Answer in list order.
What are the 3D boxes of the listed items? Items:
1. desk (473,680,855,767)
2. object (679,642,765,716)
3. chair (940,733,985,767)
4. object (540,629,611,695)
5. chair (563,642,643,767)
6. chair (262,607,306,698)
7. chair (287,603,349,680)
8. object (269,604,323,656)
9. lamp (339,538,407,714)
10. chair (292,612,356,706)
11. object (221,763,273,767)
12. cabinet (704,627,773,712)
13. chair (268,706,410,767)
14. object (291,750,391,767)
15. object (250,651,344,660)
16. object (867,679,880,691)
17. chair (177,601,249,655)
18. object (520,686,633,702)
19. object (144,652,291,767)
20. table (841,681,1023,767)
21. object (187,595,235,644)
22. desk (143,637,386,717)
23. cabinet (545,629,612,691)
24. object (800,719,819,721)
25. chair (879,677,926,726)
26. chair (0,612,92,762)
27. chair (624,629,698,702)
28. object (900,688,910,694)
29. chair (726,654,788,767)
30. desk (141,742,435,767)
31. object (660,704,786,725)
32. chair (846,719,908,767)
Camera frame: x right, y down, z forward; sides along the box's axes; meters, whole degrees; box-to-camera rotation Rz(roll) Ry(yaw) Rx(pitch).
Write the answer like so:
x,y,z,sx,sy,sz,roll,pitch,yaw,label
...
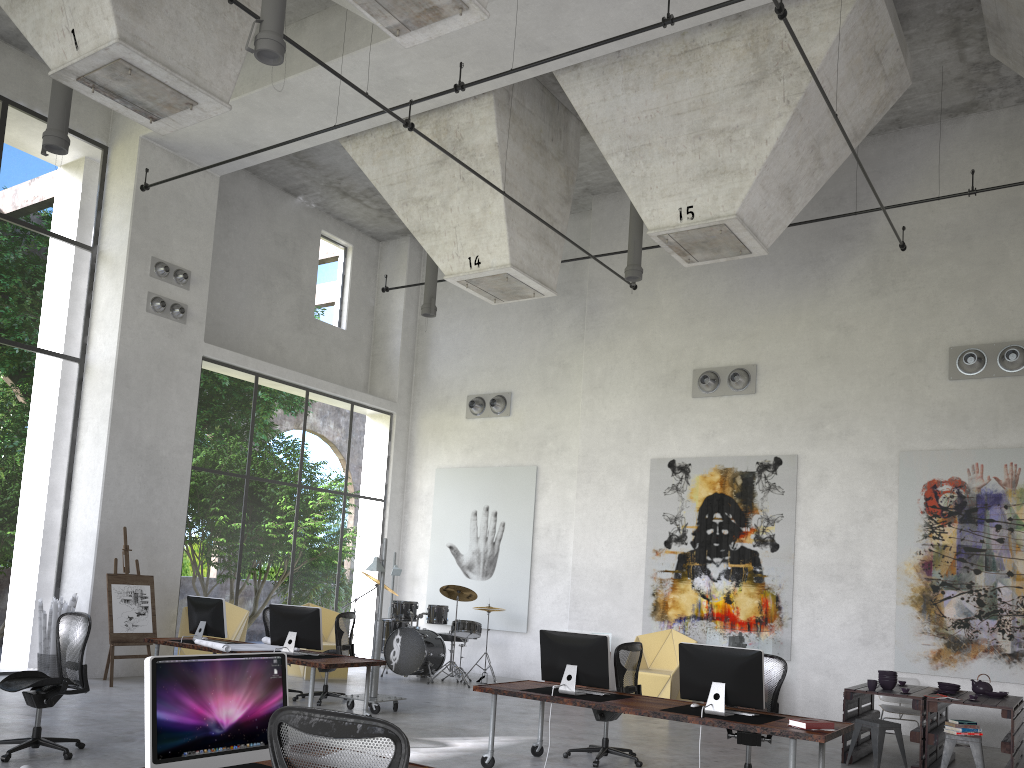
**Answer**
x,y,z,sx,sy,sz,roll,pitch,yaw,label
1.177,3.105,7.527,3.135,0.713,0.991,-5,-13,34,desk
1.746,2.433,7.236,0.716,0.545,0.383,-4,-11,35,object
4.387,3.659,8.546,0.420,0.482,0.445,-1,-10,29,chair
0.605,2.534,7.993,0.716,0.545,0.383,-4,-11,35,object
0.939,3.123,8.680,0.791,1.167,0.784,1,-8,18,chair
-3.063,3.535,11.596,0.773,1.167,0.803,6,-8,-17,chair
-3.133,4.134,14.146,0.990,1.152,0.941,10,-10,-36,chair
-2.419,2.801,10.002,0.714,0.545,0.384,-1,-9,25,object
-1.670,3.006,11.017,0.579,2.122,0.604,0,-7,34,lamp
-2.396,3.540,11.429,0.792,1.167,0.783,4,-8,-2,chair
-1.215,1.721,3.731,0.689,0.008,0.864,-5,-16,34,object
3.135,4.030,12.163,0.744,1.237,0.603,-1,-8,34,cabinet
-0.598,1.773,3.243,0.770,1.167,0.807,3,-8,8,chair
-0.827,1.819,4.276,0.437,0.084,0.478,-6,-16,36,object
-2.435,3.079,9.978,0.848,0.008,0.702,-2,-14,25,object
3.864,3.220,9.385,0.129,0.108,0.102,-1,-10,25,object
-4.489,3.804,13.091,0.980,1.152,0.950,5,-8,-7,chair
0.590,2.812,7.969,0.851,0.008,0.700,-5,-16,35,object
-1.198,1.444,3.760,0.378,0.544,0.727,-2,-11,35,object
4.607,3.762,9.568,1.604,0.783,1.533,-4,-14,33,table
-3.714,2.915,10.861,0.716,0.545,0.383,-4,-11,35,object
-2.992,3.480,10.325,3.135,0.713,0.991,-5,-13,34,desk
1.033,4.370,13.713,0.736,0.998,0.755,-2,-10,34,cabinet
2.281,2.574,6.731,0.149,0.011,0.011,3,-9,2,object
4.859,4.079,10.925,0.693,0.807,0.787,1,-9,19,chair
-3.932,2.515,7.406,0.770,1.167,0.807,1,-8,23,chair
2.171,4.206,12.970,0.980,1.152,0.950,-2,-10,32,chair
4.165,3.246,9.298,0.116,0.055,0.140,0,-13,19,object
2.157,3.007,7.835,0.770,1.167,0.806,3,-8,3,chair
-1.595,1.951,3.287,0.975,0.712,3.187,-3,-14,33,desk
1.731,2.712,7.212,0.851,0.008,0.700,-5,-16,35,object
3.805,3.760,9.147,0.422,0.482,0.443,7,-9,-21,chair
